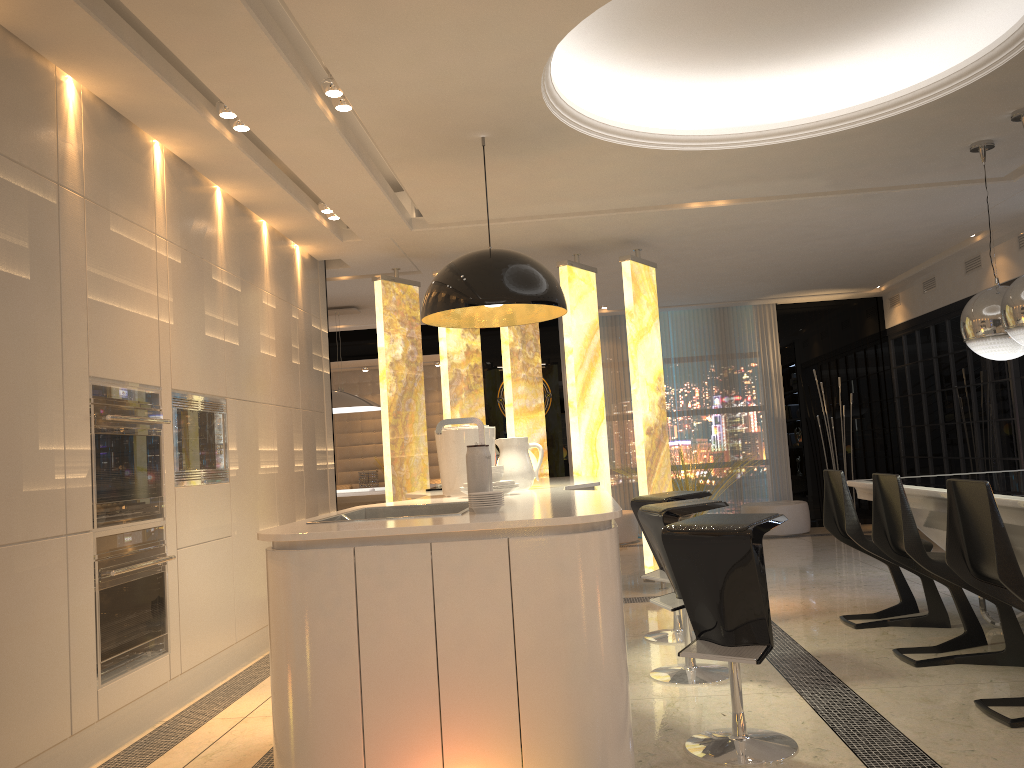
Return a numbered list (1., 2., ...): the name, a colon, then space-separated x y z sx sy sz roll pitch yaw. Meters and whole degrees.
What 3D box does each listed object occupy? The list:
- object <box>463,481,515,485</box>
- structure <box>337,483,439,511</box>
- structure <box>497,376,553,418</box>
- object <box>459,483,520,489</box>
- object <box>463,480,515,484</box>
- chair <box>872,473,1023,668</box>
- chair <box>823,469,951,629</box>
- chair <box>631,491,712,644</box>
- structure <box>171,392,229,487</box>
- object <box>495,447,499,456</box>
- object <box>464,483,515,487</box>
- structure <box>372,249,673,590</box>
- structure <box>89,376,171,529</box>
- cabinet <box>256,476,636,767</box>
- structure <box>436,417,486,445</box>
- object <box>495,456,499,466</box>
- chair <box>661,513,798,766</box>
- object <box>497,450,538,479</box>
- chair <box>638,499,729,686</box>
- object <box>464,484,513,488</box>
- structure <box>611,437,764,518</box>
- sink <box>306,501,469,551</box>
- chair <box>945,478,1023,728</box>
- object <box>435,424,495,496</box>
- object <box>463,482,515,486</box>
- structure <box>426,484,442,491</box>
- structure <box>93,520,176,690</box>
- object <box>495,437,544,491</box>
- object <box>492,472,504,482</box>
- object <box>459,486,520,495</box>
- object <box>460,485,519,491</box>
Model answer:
1. object: -0.099 0.440 3.876 0.229 0.016 0.229 -7 -5 33
2. structure: -1.987 1.479 8.712 2.912 0.812 1.659 -4 -5 4
3. structure: 0.149 0.163 10.590 0.669 0.669 0.048 -4 -5 4
4. object: -0.098 0.460 3.875 0.264 0.033 0.264 -1 -5 -27
5. object: -0.100 0.435 3.876 0.229 0.016 0.229 -7 -5 33
6. chair: 2.002 0.831 4.105 0.496 0.858 0.523 -4 -5 4
7. chair: 2.062 0.895 4.950 0.496 0.858 0.523 -4 -5 4
8. chair: 0.897 1.003 4.931 0.380 0.789 0.380 -1 -5 -28
9. structure: -1.792 0.301 4.518 0.446 0.450 0.659 -4 -5 4
10. object: -0.202 0.431 5.377 0.249 0.212 0.256 -7 -6 39
11. object: -0.099 0.449 3.875 0.229 0.016 0.229 -7 -5 33
12. structure: 0.111 0.311 6.721 2.180 2.555 0.448 -4 -5 4
13. structure: -1.853 0.304 3.773 0.595 0.597 0.609 -4 -5 4
14. cabinet: -0.063 0.956 4.173 1.046 0.887 3.752 -4 -5 4
15. structure: -0.171 0.272 3.054 0.177 0.310 0.089 -4 -5 4
16. object: -0.188 0.516 5.372 0.253 0.147 0.266 1 -6 -43
17. chair: 0.768 0.865 3.105 0.380 0.789 0.380 -7 -6 36
18. object: 0.027 0.429 4.562 0.212 0.214 0.213 0 -6 -36
19. chair: 0.798 0.943 4.105 0.380 0.789 0.380 -3 -5 -14
20. object: -0.098 0.453 3.875 0.229 0.016 0.229 -7 -5 33
21. structure: 1.924 1.133 9.597 1.275 1.142 1.282 0 -6 -40
22. sink: -0.363 0.514 3.076 0.485 0.152 0.738 -4 -5 4
23. chair: 1.941 0.766 3.243 0.496 0.858 0.523 -4 -5 4
24. object: -0.214 0.357 4.190 0.288 0.330 0.288 -5 -5 21
25. object: -0.099 0.444 3.875 0.229 0.016 0.229 -7 -5 33
26. structure: -0.209 0.603 5.367 0.502 0.026 0.811 -4 -5 4
27. structure: -1.814 0.910 3.724 0.595 0.597 0.609 -4 -5 4
28. object: 0.026 0.390 4.337 0.211 0.254 0.183 -1 -6 -34
29. object: -0.100 0.415 3.878 0.138 0.051 0.138 0 -6 -38
30. object: -0.097 0.472 3.874 0.264 0.033 0.264 -1 -5 -27
31. object: -0.097 0.466 3.874 0.264 0.033 0.264 -1 -5 -27
